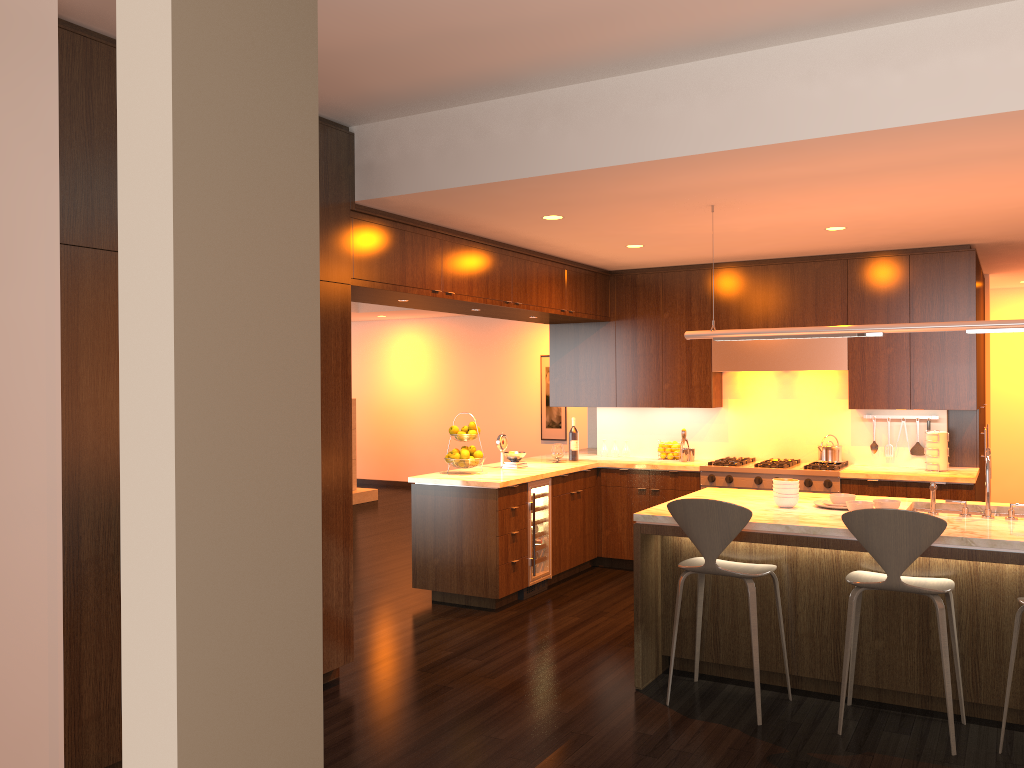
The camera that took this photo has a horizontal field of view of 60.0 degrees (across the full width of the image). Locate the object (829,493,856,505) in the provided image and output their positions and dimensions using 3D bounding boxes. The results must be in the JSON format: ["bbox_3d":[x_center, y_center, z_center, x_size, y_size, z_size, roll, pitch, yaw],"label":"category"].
[{"bbox_3d":[1.786,0.629,4.791,0.138,0.059,0.139,0,0,-35],"label":"object"}]

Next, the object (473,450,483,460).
[{"bbox_3d":[-0.252,0.534,6.641,0.078,0.074,0.077,0,0,45],"label":"object"}]

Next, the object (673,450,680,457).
[{"bbox_3d":[1.428,0.604,7.705,0.052,0.054,0.061,0,0,40],"label":"object"}]

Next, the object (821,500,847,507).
[{"bbox_3d":[1.786,0.650,4.791,0.216,0.025,0.217,-1,0,-43],"label":"object"}]

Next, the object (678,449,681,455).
[{"bbox_3d":[1.457,0.596,7.769,0.051,0.055,0.061,0,0,42],"label":"object"}]

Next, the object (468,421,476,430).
[{"bbox_3d":[-0.299,0.318,6.696,0.068,0.072,0.071,0,0,-14],"label":"object"}]

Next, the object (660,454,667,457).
[{"bbox_3d":[1.333,0.632,7.814,0.061,0.053,0.053,0,0,15],"label":"object"}]

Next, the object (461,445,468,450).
[{"bbox_3d":[-0.355,0.494,6.709,0.063,0.059,0.061,0,0,-27],"label":"object"}]

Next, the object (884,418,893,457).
[{"bbox_3d":[2.977,0.422,7.005,0.066,0.314,0.004,0,0,30],"label":"object"}]

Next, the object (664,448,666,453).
[{"bbox_3d":[1.354,0.577,7.799,0.064,0.053,0.051,0,0,-25],"label":"object"}]

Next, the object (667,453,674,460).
[{"bbox_3d":[1.384,0.631,7.739,0.064,0.063,0.074,0,0,-7],"label":"object"}]

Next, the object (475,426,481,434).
[{"bbox_3d":[-0.274,0.353,6.741,0.071,0.074,0.070,-1,0,-39],"label":"object"}]

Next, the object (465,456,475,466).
[{"bbox_3d":[-0.314,0.574,6.618,0.078,0.076,0.078,0,0,17],"label":"object"}]

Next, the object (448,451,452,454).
[{"bbox_3d":[-0.464,0.543,6.787,0.057,0.058,0.054,-1,0,-40],"label":"object"}]

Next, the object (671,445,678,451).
[{"bbox_3d":[1.416,0.558,7.729,0.061,0.052,0.053,0,0,-14],"label":"object"}]

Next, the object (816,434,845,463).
[{"bbox_3d":[2.554,0.514,7.122,0.221,0.218,0.221,0,0,14],"label":"object"}]

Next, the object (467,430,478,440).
[{"bbox_3d":[-0.299,0.381,6.680,0.078,0.077,0.077,-1,0,-44],"label":"object"}]

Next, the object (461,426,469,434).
[{"bbox_3d":[-0.355,0.347,6.720,0.061,0.063,0.062,-1,0,-36],"label":"object"}]

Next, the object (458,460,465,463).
[{"bbox_3d":[-0.377,0.592,6.652,0.063,0.069,0.070,0,0,-8],"label":"object"}]

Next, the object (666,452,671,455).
[{"bbox_3d":[1.382,0.625,7.782,0.057,0.060,0.052,0,0,-22],"label":"object"}]

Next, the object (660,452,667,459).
[{"bbox_3d":[1.325,0.626,7.757,0.060,0.057,0.052,0,0,-26],"label":"object"}]

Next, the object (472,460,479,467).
[{"bbox_3d":[-0.286,0.586,6.694,0.078,0.075,0.078,0,0,8],"label":"object"}]

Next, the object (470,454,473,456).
[{"bbox_3d":[-0.304,0.530,6.731,0.070,0.072,0.071,0,0,-7],"label":"object"}]

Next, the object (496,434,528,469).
[{"bbox_3d":[0.006,0.540,7.137,0.231,0.266,0.191,0,0,32],"label":"object"}]

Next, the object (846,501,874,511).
[{"bbox_3d":[1.781,0.635,4.540,0.138,0.059,0.139,0,0,-35],"label":"object"}]

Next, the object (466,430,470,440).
[{"bbox_3d":[-0.329,0.389,6.751,0.071,0.072,0.071,0,0,-29],"label":"object"}]

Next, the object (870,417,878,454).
[{"bbox_3d":[2.882,0.407,7.055,0.061,0.296,0.020,0,0,28],"label":"object"}]

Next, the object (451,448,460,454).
[{"bbox_3d":[-0.422,0.519,6.677,0.067,0.071,0.069,0,0,-25],"label":"object"}]

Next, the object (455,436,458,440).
[{"bbox_3d":[-0.402,0.390,6.737,0.070,0.068,0.062,0,0,-11],"label":"object"}]

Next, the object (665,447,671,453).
[{"bbox_3d":[1.365,0.580,7.744,0.052,0.053,0.062,0,0,34],"label":"object"}]

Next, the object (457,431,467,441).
[{"bbox_3d":[-0.378,0.391,6.669,0.078,0.072,0.077,0,0,-4],"label":"object"}]

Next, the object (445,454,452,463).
[{"bbox_3d":[-0.469,0.558,6.674,0.068,0.069,0.065,0,0,7],"label":"object"}]

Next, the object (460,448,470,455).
[{"bbox_3d":[-0.353,0.518,6.644,0.077,0.075,0.077,0,0,3],"label":"object"}]

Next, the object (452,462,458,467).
[{"bbox_3d":[-0.422,0.597,6.699,0.056,0.053,0.057,0,0,-10],"label":"object"}]

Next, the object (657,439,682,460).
[{"bbox_3d":[1.395,0.575,7.794,0.207,0.175,0.189,0,0,28],"label":"object"}]

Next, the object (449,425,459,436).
[{"bbox_3d":[-0.438,0.352,6.691,0.077,0.079,0.075,0,0,39],"label":"object"}]

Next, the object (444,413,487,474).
[{"bbox_3d":[-0.355,0.446,6.708,0.324,0.461,0.324,0,0,-11],"label":"object"}]

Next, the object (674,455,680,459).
[{"bbox_3d":[1.441,0.632,7.744,0.051,0.053,0.063,0,0,-19],"label":"object"}]

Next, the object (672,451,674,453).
[{"bbox_3d":[1.427,0.593,7.775,0.051,0.053,0.062,0,0,-19],"label":"object"}]

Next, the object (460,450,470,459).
[{"bbox_3d":[-0.347,0.528,6.576,0.068,0.077,0.079,0,0,5],"label":"object"}]

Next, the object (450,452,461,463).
[{"bbox_3d":[-0.419,0.549,6.609,0.077,0.077,0.077,0,0,41],"label":"object"}]

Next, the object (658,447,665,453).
[{"bbox_3d":[1.307,0.579,7.765,0.063,0.051,0.053,0,0,31],"label":"object"}]

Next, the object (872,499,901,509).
[{"bbox_3d":[1.942,0.634,4.597,0.138,0.059,0.139,0,0,-35],"label":"object"}]

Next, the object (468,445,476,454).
[{"bbox_3d":[-0.299,0.493,6.654,0.062,0.063,0.060,0,0,37],"label":"object"}]
